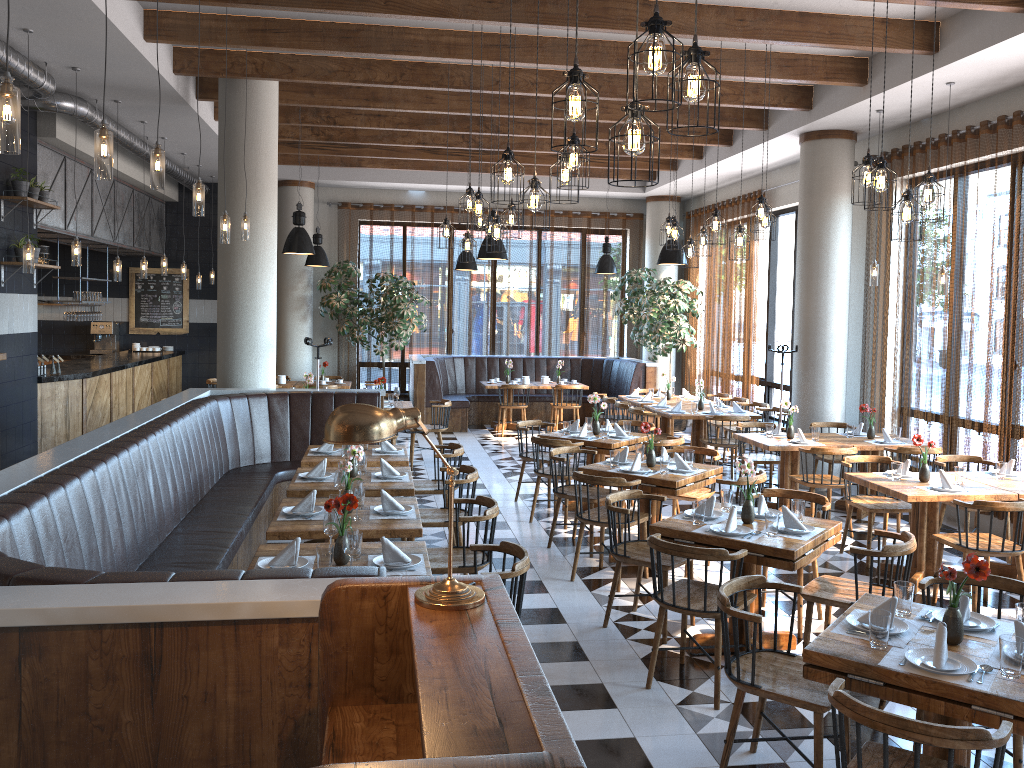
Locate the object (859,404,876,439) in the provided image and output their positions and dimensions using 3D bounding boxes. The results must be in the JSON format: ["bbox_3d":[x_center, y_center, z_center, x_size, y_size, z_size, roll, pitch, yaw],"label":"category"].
[{"bbox_3d":[3.585,0.374,8.937,0.171,0.354,0.156,2,3,14],"label":"object"}]

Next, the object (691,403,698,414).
[{"bbox_3d":[2.225,0.301,10.802,0.080,0.132,0.080,0,3,-24],"label":"object"}]

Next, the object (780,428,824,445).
[{"bbox_3d":[2.797,0.502,8.535,0.352,0.137,0.272,0,4,-9],"label":"object"}]

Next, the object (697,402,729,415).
[{"bbox_3d":[2.463,0.296,10.883,0.352,0.137,0.272,0,4,-9],"label":"object"}]

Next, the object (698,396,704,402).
[{"bbox_3d":[2.510,0.226,11.753,0.080,0.132,0.080,0,3,-24],"label":"object"}]

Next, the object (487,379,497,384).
[{"bbox_3d":[-0.332,-0.043,14.642,0.175,0.067,0.176,0,5,-17],"label":"object"}]

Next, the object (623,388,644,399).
[{"bbox_3d":[1.760,0.123,12.767,0.272,0.137,0.353,1,5,-9],"label":"object"}]

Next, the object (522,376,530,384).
[{"bbox_3d":[0.226,-0.063,14.652,0.130,0.128,0.130,4,4,35],"label":"object"}]

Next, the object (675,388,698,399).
[{"bbox_3d":[2.550,0.128,12.897,0.272,0.137,0.353,1,5,-9],"label":"object"}]

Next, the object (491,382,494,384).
[{"bbox_3d":[-0.315,-0.014,14.545,0.053,0.025,0.049,0,5,-20],"label":"object"}]

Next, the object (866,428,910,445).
[{"bbox_3d":[3.676,0.508,8.669,0.352,0.137,0.272,0,4,-9],"label":"object"}]

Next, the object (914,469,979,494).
[{"bbox_3d":[3.126,0.692,6.365,0.352,0.137,0.272,0,4,-9],"label":"object"}]

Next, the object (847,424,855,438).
[{"bbox_3d":[3.432,0.479,8.982,0.080,0.132,0.080,2,3,16],"label":"object"}]

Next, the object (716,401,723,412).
[{"bbox_3d":[2.597,0.284,11.094,0.080,0.132,0.080,0,3,-24],"label":"object"}]

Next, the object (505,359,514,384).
[{"bbox_3d":[-0.049,-0.209,14.705,0.146,0.399,0.207,-1,4,-42],"label":"object"}]

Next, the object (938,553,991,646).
[{"bbox_3d":[1.700,0.810,3.331,0.171,0.354,0.156,3,4,38],"label":"object"}]

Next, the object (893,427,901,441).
[{"bbox_3d":[3.851,0.498,8.865,0.080,0.132,0.080,2,3,16],"label":"object"}]

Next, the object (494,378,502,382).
[{"bbox_3d":[-0.254,-0.066,14.925,0.176,0.067,0.176,4,6,36],"label":"object"}]

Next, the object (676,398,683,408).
[{"bbox_3d":[2.160,0.246,11.431,0.080,0.132,0.080,0,3,-24],"label":"object"}]

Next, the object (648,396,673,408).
[{"bbox_3d":[1.946,0.230,11.541,0.272,0.137,0.353,1,5,-9],"label":"object"}]

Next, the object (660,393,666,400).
[{"bbox_3d":[2.062,0.190,12.077,0.080,0.132,0.080,0,3,-24],"label":"object"}]

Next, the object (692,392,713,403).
[{"bbox_3d":[2.641,0.181,12.294,0.272,0.137,0.353,1,5,-9],"label":"object"}]

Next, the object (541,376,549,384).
[{"bbox_3d":[0.548,-0.067,14.779,0.130,0.128,0.130,4,4,35],"label":"object"}]

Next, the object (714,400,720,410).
[{"bbox_3d":[2.607,0.268,11.283,0.080,0.132,0.080,0,3,-24],"label":"object"}]

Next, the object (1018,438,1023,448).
[{"bbox_3d":[3.962,0.547,6.723,0.206,0.399,0.146,1,3,-5],"label":"object"}]

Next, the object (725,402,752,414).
[{"bbox_3d":[2.826,0.288,11.072,0.272,0.137,0.353,1,5,-9],"label":"object"}]

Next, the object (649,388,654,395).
[{"bbox_3d":[2.002,0.133,12.738,0.080,0.132,0.080,0,3,-24],"label":"object"}]

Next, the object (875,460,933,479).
[{"bbox_3d":[3.041,0.646,6.890,0.352,0.137,0.272,0,4,-9],"label":"object"}]

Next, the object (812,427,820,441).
[{"bbox_3d":[2.992,0.491,8.734,0.080,0.132,0.080,0,3,-24],"label":"object"}]

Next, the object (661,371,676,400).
[{"bbox_3d":[2.208,0.020,12.536,0.206,0.399,0.146,1,3,-10],"label":"object"}]

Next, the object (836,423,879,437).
[{"bbox_3d":[3.590,0.462,9.194,0.352,0.137,0.272,0,4,-9],"label":"object"}]

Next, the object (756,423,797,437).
[{"bbox_3d":[2.712,0.455,9.061,0.352,0.137,0.272,0,4,-9],"label":"object"}]

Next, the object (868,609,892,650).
[{"bbox_3d":[1.371,0.917,3.308,0.080,0.132,0.080,2,3,16],"label":"object"}]

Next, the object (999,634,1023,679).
[{"bbox_3d":[1.726,0.945,3.063,0.080,0.132,0.080,2,3,16],"label":"object"}]

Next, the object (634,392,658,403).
[{"bbox_3d":[1.847,0.173,12.197,0.272,0.137,0.353,1,5,-9],"label":"object"}]

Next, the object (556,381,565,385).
[{"bbox_3d":[0.815,-0.012,14.552,0.176,0.067,0.176,-1,5,-26],"label":"object"}]

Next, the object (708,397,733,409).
[{"bbox_3d":[2.741,0.238,11.638,0.272,0.137,0.353,1,5,-9],"label":"object"}]

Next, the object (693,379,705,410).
[{"bbox_3d":[2.383,0.130,11.274,0.146,0.399,0.207,1,3,-4],"label":"object"}]

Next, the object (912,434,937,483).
[{"bbox_3d":[3.084,0.556,6.676,0.156,0.354,0.171,0,3,-30],"label":"object"}]

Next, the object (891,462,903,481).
[{"bbox_3d":[2.902,0.663,6.684,0.080,0.132,0.080,0,3,-24],"label":"object"}]

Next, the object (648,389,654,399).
[{"bbox_3d":[1.979,0.141,12.629,0.080,0.132,0.080,0,3,-24],"label":"object"}]

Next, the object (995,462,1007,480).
[{"bbox_3d":[3.760,0.669,6.815,0.080,0.132,0.080,3,3,26],"label":"object"}]

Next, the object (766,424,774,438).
[{"bbox_3d":[2.574,0.473,8.852,0.080,0.132,0.080,0,3,-24],"label":"object"}]

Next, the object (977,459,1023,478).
[{"bbox_3d":[3.919,0.652,7.024,0.352,0.137,0.272,0,4,-9],"label":"object"}]

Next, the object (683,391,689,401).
[{"bbox_3d":[2.441,0.169,12.419,0.080,0.132,0.080,0,3,-24],"label":"object"}]

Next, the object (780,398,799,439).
[{"bbox_3d":[2.755,0.345,8.821,0.207,0.399,0.146,-2,4,-45],"label":"object"}]

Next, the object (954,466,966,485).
[{"bbox_3d":[3.321,0.681,6.567,0.080,0.132,0.080,0,3,-24],"label":"object"}]

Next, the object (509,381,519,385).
[{"bbox_3d":[0.031,-0.021,14.457,0.176,0.067,0.176,3,5,27],"label":"object"}]

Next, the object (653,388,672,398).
[{"bbox_3d":[2.139,0.116,12.933,0.352,0.137,0.272,0,4,-9],"label":"object"}]

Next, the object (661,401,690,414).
[{"bbox_3d":[2.032,0.280,10.974,0.272,0.137,0.353,1,5,-9],"label":"object"}]

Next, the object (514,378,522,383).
[{"bbox_3d":[0.102,-0.060,14.947,0.175,0.067,0.176,1,5,2],"label":"object"}]
